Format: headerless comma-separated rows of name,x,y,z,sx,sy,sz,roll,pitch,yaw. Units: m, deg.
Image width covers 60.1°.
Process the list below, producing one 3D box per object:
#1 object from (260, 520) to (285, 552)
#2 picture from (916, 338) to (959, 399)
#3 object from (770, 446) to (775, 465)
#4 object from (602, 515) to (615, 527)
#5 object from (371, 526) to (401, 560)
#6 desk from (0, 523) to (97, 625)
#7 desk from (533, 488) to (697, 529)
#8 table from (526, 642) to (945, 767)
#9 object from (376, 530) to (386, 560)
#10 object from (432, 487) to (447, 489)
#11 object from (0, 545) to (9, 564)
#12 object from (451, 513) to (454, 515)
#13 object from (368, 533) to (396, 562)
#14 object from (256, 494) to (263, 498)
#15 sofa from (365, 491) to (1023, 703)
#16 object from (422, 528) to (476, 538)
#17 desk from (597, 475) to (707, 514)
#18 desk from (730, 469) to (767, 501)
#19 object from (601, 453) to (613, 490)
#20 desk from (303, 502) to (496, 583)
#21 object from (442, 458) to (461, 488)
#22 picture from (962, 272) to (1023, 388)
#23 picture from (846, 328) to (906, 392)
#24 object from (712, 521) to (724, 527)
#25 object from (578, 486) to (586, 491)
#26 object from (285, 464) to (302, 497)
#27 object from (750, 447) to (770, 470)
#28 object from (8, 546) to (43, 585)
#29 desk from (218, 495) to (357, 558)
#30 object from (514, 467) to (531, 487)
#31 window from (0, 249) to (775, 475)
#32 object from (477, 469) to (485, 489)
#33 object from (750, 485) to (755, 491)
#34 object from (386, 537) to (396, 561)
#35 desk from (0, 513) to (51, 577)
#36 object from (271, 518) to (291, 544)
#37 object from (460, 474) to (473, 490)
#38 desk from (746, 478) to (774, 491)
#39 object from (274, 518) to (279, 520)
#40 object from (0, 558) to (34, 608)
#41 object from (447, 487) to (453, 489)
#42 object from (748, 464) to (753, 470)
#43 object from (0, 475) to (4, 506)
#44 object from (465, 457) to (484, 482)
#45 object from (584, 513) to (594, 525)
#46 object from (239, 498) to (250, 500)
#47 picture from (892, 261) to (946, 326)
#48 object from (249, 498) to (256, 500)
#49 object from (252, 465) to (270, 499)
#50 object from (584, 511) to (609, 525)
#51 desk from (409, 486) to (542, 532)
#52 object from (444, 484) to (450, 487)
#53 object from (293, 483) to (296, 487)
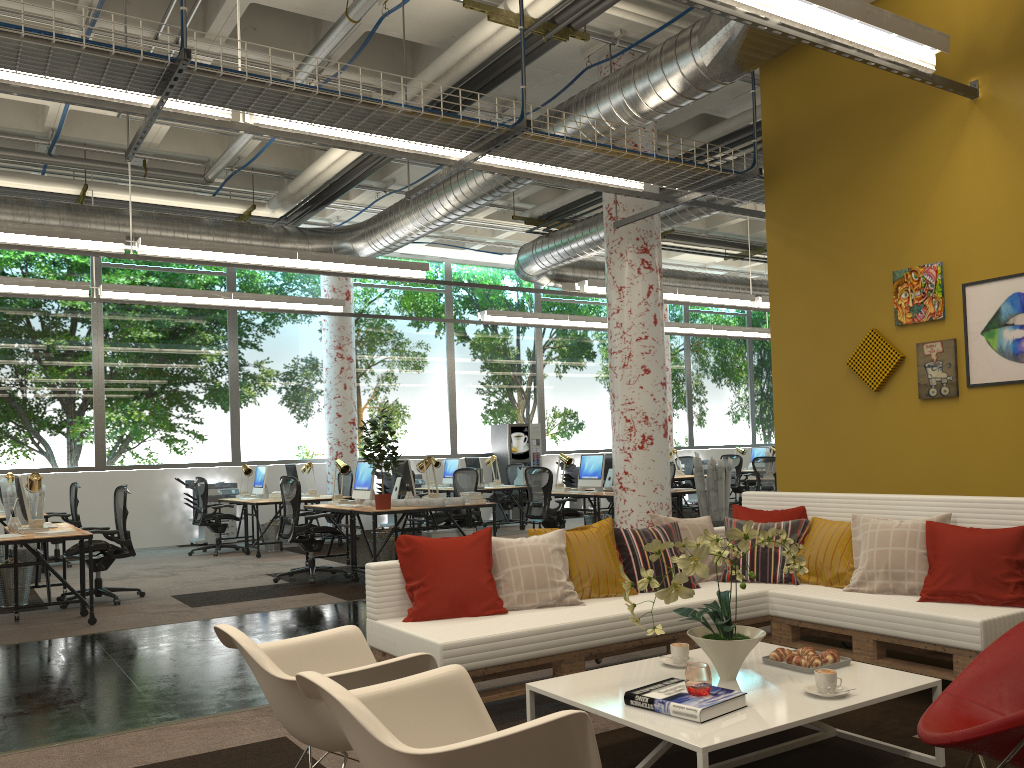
object,-3.358,2.129,12.457,0.353,0.434,0.359,0,-3,-36
picture,2.657,-0.091,5.533,0.027,0.355,0.253,-1,-3,-33
object,5.442,1.572,18.808,0.189,0.484,0.485,-1,-3,-33
object,1.272,1.855,11.020,0.353,0.434,0.359,0,-3,-36
object,-1.449,1.871,10.292,0.353,0.434,0.359,0,-3,-36
desk,-4.428,1.630,7.504,1.401,0.723,1.946,0,-5,-33
desk,1.357,1.729,11.309,1.401,0.723,1.946,0,-5,-33
table,0.856,1.330,3.465,1.262,0.330,0.987,1,-5,-33
object,-1.518,1.884,10.254,0.119,0.402,0.235,-1,-2,-32
object,-1.154,1.680,14.308,0.118,0.017,0.440,1,-5,-32
object,-6.663,2.163,11.435,0.353,0.434,0.359,0,-3,-36
object,-0.953,2.331,15.711,0.353,0.398,0.354,-1,-3,-13
object,-1.334,1.787,9.279,0.353,0.434,0.359,0,-3,-36
object,-3.720,1.575,13.044,0.101,0.209,0.101,-2,-2,12
sofa,0.998,1.085,4.389,2.855,0.930,2.023,1,-5,-33
object,-0.645,1.756,9.284,0.541,0.454,0.221,0,-3,-33
desk,2.721,2.095,16.572,1.401,0.723,1.946,0,-5,-33
desk,5.459,2.138,18.319,1.401,0.723,1.946,0,-5,-33
object,1.341,1.163,11.798,0.189,0.484,0.485,-1,-3,-33
desk,-1.248,1.661,9.568,1.401,0.723,1.946,0,-5,-33
object,-1.106,1.835,14.653,0.191,1.207,1.080,-1,-3,-32
picture,2.944,-0.323,5.088,0.018,0.631,0.708,-1,-3,-33
picture,2.414,-0.160,5.891,0.047,0.424,0.425,-1,-3,-33
object,2.411,1.802,10.464,0.353,0.398,0.353,-3,-3,12
object,0.910,1.302,11.607,0.101,0.209,0.101,-2,-2,12
object,-3.289,1.437,13.236,0.189,0.484,0.485,-1,-3,-33
object,5.137,1.543,18.303,0.189,0.484,0.485,-1,-3,-33
object,-5.409,2.026,9.865,0.353,0.398,0.354,-3,-3,12
desk,-3.273,2.002,12.747,1.401,0.723,1.946,0,-5,-33
object,0.166,1.476,14.094,0.150,0.302,0.281,-1,-3,-33
window,-2.003,-0.500,16.063,26.195,3.758,0.050,1,-3,-33
object,-0.562,1.465,13.629,0.150,0.302,0.281,-1,-3,-33
object,5.189,2.361,19.005,0.119,0.402,0.235,-1,-2,-32
object,-1.264,1.801,9.317,0.119,0.402,0.235,-1,-2,-32
desk,-6.462,1.953,10.711,1.401,0.723,1.946,0,-5,-33
object,-3.473,2.212,13.471,0.353,0.434,0.359,0,-3,-36
object,-0.687,1.463,13.550,0.150,0.302,0.281,-1,-3,-33
desk,4.765,1.773,13.367,1.401,0.723,1.946,0,-5,-33
object,-3.542,2.225,13.433,0.119,0.402,0.235,-1,-2,-32
object,-4.629,1.840,8.229,0.353,0.434,0.359,0,-3,-36
object,-0.984,1.646,14.027,0.106,0.029,0.059,1,-5,-32
object,5.011,1.710,18.617,0.101,0.209,0.101,-2,-2,12
object,-6.479,1.387,11.200,0.189,0.484,0.485,-1,-3,-33
object,-0.656,1.478,14.916,0.189,0.484,0.485,-1,-3,-33
object,1.088,1.952,11.995,0.119,0.402,0.235,-1,-2,-32
object,-3.787,1.639,12.627,0.118,0.017,0.440,1,-5,-32
picture,2.584,-0.569,5.632,0.027,0.355,0.332,-1,-3,-33
object,-3.617,1.605,12.347,0.106,0.029,0.059,1,-5,-32
object,-3.594,1.408,12.731,0.189,0.484,0.485,-1,-3,-33
object,1.156,1.939,12.034,0.353,0.434,0.359,0,-3,-36
desk,-0.639,2.043,14.427,1.401,0.723,1.946,0,-5,-33
object,-1.087,1.616,14.725,0.101,0.209,0.101,-2,-2,12
object,-3.153,1.545,12.915,0.101,0.209,0.101,-2,-2,12
